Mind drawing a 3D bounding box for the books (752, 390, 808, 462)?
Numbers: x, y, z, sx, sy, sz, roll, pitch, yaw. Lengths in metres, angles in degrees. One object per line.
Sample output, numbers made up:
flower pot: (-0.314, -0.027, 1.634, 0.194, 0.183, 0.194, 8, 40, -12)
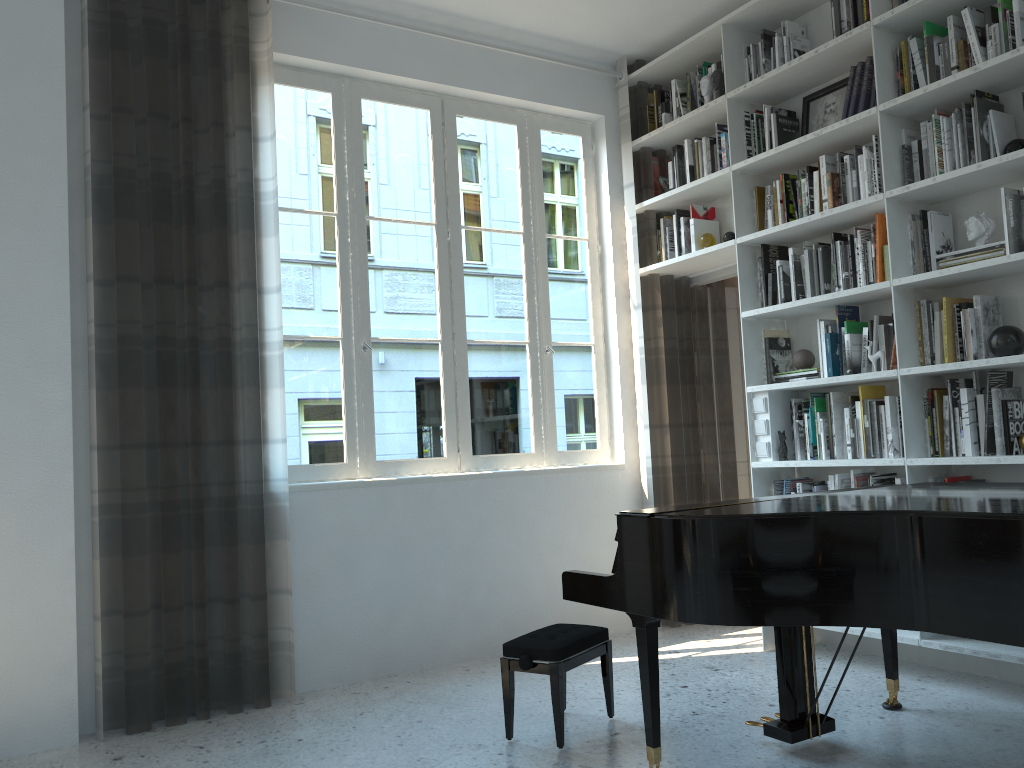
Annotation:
books: (1.328, 0.205, 4.363, 0.307, 0.340, 0.106, -1, -4, -31)

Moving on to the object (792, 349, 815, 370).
object: (1.407, -0.115, 4.276, 0.105, 0.106, 0.105, -6, -5, 36)

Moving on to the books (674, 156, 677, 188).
books: (0.982, -1.151, 4.957, 0.171, 0.228, 0.023, -1, -4, -31)

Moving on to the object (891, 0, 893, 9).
object: (1.691, -1.669, 3.828, 0.159, 0.285, 0.012, -1, -4, -31)

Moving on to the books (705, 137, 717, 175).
books: (1.113, -1.185, 4.743, 0.165, 0.250, 0.030, -1, -4, -31)

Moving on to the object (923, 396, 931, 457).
object: (1.784, 0.175, 3.712, 0.161, 0.254, 0.012, -1, -4, -31)

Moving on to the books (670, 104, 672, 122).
books: (0.964, -1.497, 5.019, 0.145, 0.195, 0.031, -1, -4, -31)

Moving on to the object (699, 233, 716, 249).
object: (1.051, -0.767, 4.761, 0.087, 0.087, 0.087, -4, -4, 17)

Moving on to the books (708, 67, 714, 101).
books: (1.121, -1.552, 4.723, 0.167, 0.243, 0.025, -1, -4, -31)

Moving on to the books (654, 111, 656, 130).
books: (0.890, -1.500, 5.114, 0.151, 0.223, 0.023, -1, -4, -31)

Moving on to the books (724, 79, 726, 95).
books: (1.178, -1.540, 4.657, 0.146, 0.204, 0.023, -1, -4, -31)

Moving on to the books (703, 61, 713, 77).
books: (1.090, -1.579, 4.807, 0.129, 0.314, 0.029, -1, -4, -31)

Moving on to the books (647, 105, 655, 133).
books: (0.858, -1.494, 5.143, 0.188, 0.219, 0.014, -1, -4, -31)

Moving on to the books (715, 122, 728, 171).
books: (1.153, -1.218, 4.680, 0.189, 0.303, 0.012, -1, -4, -31)

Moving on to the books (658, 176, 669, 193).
books: (0.929, -1.112, 5.088, 0.129, 0.175, 0.121, -1, -4, -31)

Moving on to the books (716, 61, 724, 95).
books: (1.150, -1.564, 4.687, 0.147, 0.259, 0.027, -1, -4, -31)

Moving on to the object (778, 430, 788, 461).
object: (1.294, 0.296, 4.242, 0.045, 0.146, 0.045, -3, -4, 7)

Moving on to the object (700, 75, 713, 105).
object: (1.021, -1.517, 4.640, 0.067, 0.198, 0.067, -4, -4, 11)

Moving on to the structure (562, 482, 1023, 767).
structure: (1.236, 0.733, 2.468, 1.334, 0.832, 1.920, 0, -5, -31)

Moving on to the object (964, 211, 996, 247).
object: (1.871, -0.614, 3.545, 0.121, 0.157, 0.095, -2, -4, -18)

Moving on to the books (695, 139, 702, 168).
books: (1.067, -1.185, 4.823, 0.162, 0.268, 0.013, -1, -4, -31)

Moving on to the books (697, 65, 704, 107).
books: (1.070, -1.572, 4.819, 0.145, 0.304, 0.014, -1, -4, -31)

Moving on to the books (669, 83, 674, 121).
books: (0.959, -1.542, 4.996, 0.160, 0.281, 0.010, -1, -4, -31)

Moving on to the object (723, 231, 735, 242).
object: (1.153, -0.770, 4.687, 0.071, 0.072, 0.071, -6, -5, 36)

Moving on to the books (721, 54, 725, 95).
books: (1.170, -1.582, 4.677, 0.154, 0.291, 0.013, -1, -4, -31)

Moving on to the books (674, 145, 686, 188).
books: (0.989, -1.180, 4.937, 0.186, 0.282, 0.023, -1, -4, -31)

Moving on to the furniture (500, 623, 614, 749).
furniture: (0.172, 1.078, 3.240, 0.240, 0.353, 0.467, -5, -5, 33)

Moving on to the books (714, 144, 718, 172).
books: (1.144, -1.168, 4.727, 0.138, 0.212, 0.028, -1, -4, -31)

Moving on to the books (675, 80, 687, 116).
books: (1.000, -1.542, 4.897, 0.190, 0.262, 0.057, -1, -4, -31)

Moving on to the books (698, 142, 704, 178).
books: (1.082, -1.176, 4.797, 0.173, 0.244, 0.022, -1, -4, -31)

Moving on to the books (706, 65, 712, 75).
books: (1.111, -1.564, 4.766, 0.158, 0.275, 0.013, -1, -4, -31)

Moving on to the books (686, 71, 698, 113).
books: (1.037, -1.556, 4.865, 0.181, 0.282, 0.039, -1, -4, -31)

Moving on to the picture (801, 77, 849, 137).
picture: (1.506, -1.276, 4.225, 0.077, 0.299, 0.300, -1, -5, -31)

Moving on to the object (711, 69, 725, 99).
object: (1.064, -1.524, 4.571, 0.067, 0.198, 0.067, -4, -4, 11)

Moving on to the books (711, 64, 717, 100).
books: (1.140, -1.558, 4.709, 0.179, 0.253, 0.021, -1, -4, -31)

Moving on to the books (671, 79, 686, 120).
books: (0.980, -1.547, 4.959, 0.189, 0.283, 0.028, -1, -4, -31)

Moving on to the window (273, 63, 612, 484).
window: (-0.311, -0.530, 4.596, 1.983, 2.007, 0.073, -1, -4, -31)

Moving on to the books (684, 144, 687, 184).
books: (1.021, -1.185, 4.927, 0.132, 0.288, 0.028, -1, -4, -31)

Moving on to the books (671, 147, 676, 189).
books: (0.971, -1.181, 5.001, 0.162, 0.296, 0.012, -1, -4, -31)

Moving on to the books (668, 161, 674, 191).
books: (0.959, -1.140, 5.017, 0.166, 0.217, 0.034, -1, -4, -31)

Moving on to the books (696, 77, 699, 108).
books: (1.072, -1.547, 4.844, 0.130, 0.257, 0.030, -1, -4, -31)

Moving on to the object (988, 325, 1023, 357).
object: (1.920, -0.160, 3.435, 0.134, 0.135, 0.133, -4, -4, 17)

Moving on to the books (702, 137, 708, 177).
books: (1.098, -1.187, 4.768, 0.167, 0.261, 0.025, -1, -4, -31)

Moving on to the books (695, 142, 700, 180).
books: (1.073, -1.177, 4.811, 0.192, 0.249, 0.012, -1, -4, -31)

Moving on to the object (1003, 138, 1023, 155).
object: (1.925, -0.884, 3.376, 0.097, 0.098, 0.097, -4, -4, 17)

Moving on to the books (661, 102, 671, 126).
books: (0.928, -1.490, 5.031, 0.182, 0.186, 0.028, -1, -4, -31)

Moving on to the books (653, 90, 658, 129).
books: (0.890, -1.533, 5.095, 0.175, 0.285, 0.014, -1, -4, -31)

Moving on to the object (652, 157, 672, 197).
object: (0.876, -1.165, 5.138, 0.176, 0.295, 0.035, -1, -4, -31)

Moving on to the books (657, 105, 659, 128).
books: (0.905, -1.489, 5.077, 0.167, 0.194, 0.024, -1, -4, -31)

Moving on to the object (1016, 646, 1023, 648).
object: (1.989, 0.989, 3.382, 0.161, 0.007, 0.254, -1, -5, -28)

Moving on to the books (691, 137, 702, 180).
books: (1.060, -1.195, 4.849, 0.155, 0.291, 0.037, -1, -4, -31)

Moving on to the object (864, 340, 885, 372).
object: (1.547, -0.117, 3.780, 0.082, 0.140, 0.044, -6, -5, 42)

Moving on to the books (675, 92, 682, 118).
books: (0.989, -1.511, 4.927, 0.175, 0.206, 0.030, -1, -4, -31)

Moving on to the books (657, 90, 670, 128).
books: (0.911, -1.529, 5.056, 0.177, 0.269, 0.025, -1, -4, -31)

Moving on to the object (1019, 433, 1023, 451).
object: (1.978, 0.220, 3.369, 0.091, 0.092, 0.091, -6, -5, 36)

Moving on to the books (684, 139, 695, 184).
books: (1.029, -1.189, 4.863, 0.179, 0.285, 0.021, -1, -4, -31)
